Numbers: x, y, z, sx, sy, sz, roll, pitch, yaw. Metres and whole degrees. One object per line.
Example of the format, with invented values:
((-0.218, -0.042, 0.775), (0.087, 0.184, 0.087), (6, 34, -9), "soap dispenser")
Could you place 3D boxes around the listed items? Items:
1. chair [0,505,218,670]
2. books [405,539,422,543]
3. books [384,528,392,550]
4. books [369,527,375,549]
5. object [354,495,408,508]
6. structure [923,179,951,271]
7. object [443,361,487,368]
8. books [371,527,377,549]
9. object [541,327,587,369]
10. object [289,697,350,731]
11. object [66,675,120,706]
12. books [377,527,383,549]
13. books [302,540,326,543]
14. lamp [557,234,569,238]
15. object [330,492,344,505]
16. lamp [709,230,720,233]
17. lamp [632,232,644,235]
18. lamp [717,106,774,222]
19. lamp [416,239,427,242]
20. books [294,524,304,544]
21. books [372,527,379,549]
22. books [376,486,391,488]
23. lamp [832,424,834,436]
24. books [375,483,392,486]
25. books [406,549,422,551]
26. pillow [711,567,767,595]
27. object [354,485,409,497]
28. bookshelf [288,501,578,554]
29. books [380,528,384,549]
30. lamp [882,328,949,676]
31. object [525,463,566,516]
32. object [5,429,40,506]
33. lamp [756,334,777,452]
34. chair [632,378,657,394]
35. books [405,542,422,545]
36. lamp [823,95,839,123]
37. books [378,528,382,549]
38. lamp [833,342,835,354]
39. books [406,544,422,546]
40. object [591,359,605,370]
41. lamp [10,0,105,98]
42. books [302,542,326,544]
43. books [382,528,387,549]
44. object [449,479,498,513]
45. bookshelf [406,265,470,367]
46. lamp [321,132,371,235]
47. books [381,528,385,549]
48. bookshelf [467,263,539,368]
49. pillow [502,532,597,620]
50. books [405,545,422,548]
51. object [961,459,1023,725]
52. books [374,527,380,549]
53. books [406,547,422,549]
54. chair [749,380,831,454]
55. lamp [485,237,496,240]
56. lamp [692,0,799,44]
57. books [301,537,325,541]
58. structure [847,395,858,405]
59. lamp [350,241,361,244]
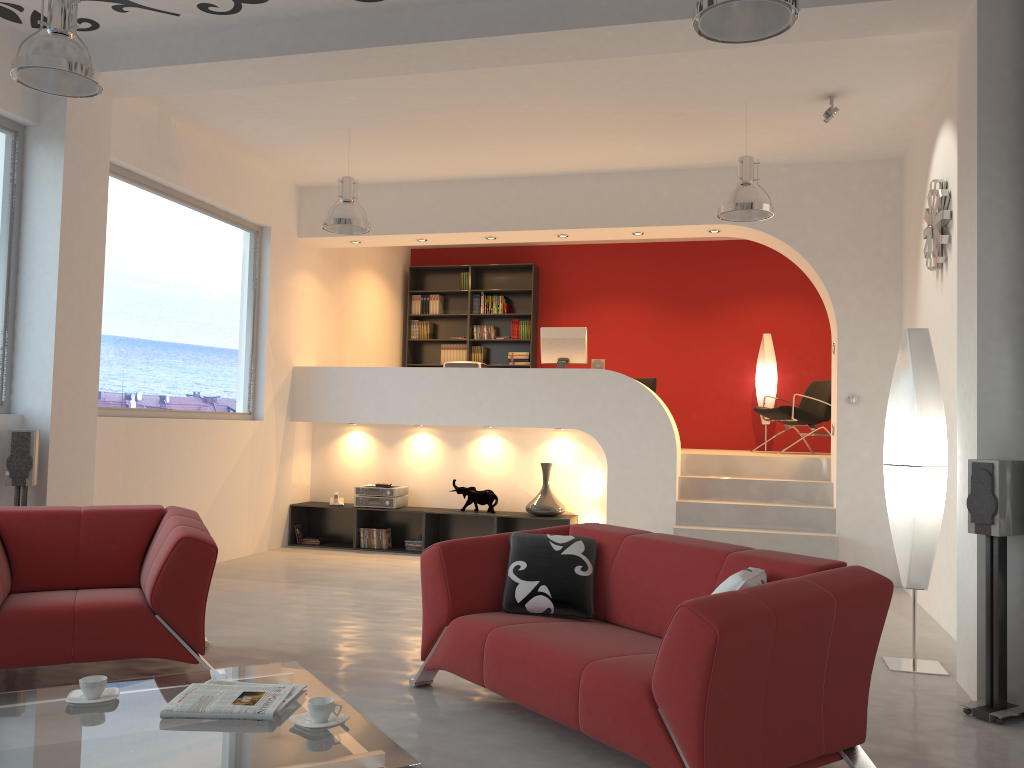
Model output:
((-2.047, 0.983, 4.169), (1.288, 0.738, 0.951), (3, -3, -25), "chair")
((-0.911, 1.495, 8.446), (0.190, 0.015, 0.135), (1, -3, 10), "books")
((-1.186, 1.476, 8.467), (0.031, 0.190, 0.135), (1, -3, 15), "books")
((-1.331, 1.474, 8.506), (0.031, 0.190, 0.135), (1, -3, 15), "books")
((-1.269, 1.131, 8.580), (0.430, 0.100, 0.365), (1, -3, 15), "object")
((2.775, -1.042, 5.822), (0.090, 0.596, 0.596), (1, -3, 15), "structure")
((-0.442, -0.106, 8.950), (0.397, 0.217, 0.458), (1, -3, 15), "object")
((-1.316, 1.475, 8.502), (0.031, 0.190, 0.135), (1, -3, 15), "books")
((0.507, -0.323, 8.629), (0.458, 0.452, 0.230), (1, -3, 15), "object")
((-0.579, 0.989, 2.673), (0.153, 0.069, 0.153), (-1, -4, 41), "object")
((-1.338, 0.978, 2.835), (0.153, 0.069, 0.153), (2, -3, -19), "object")
((-1.258, 1.475, 8.486), (0.031, 0.190, 0.135), (1, -3, 15), "books")
((-1.943, 1.542, 8.715), (0.190, 0.015, 0.135), (1, -3, 15), "books")
((0.475, -1.381, 8.277), (0.105, 0.011, 0.105), (1, -3, 4), "lamp")
((-1.700, 1.113, 8.613), (0.130, 0.117, 0.146), (2, -3, -10), "object")
((1.810, -1.363, 7.924), (0.105, 0.011, 0.105), (1, -3, 4), "lamp")
((1.152, -1.372, 8.098), (0.105, 0.011, 0.105), (1, -3, 4), "lamp")
((1.627, -1.564, 6.164), (0.379, 0.800, 0.379), (2, -3, -14), "lamp")
((-0.878, -1.398, 8.635), (0.105, 0.011, 0.105), (1, -3, 4), "lamp")
((-2.086, 1.470, 8.705), (0.063, 0.187, 0.135), (1, -3, 15), "books")
((-1.302, 1.475, 8.498), (0.031, 0.190, 0.135), (1, -3, 15), "books")
((-1.239, 0.986, 8.555), (0.135, 0.015, 0.190), (2, -3, -5), "books")
((2.745, 0.391, 7.580), (0.011, 0.105, 0.105), (1, -3, 15), "lamp")
((-1.240, 0.971, 8.566), (0.135, 0.015, 0.190), (1, -3, 0), "books")
((-0.902, 1.570, 8.439), (0.190, 0.015, 0.135), (1, -3, 10), "books")
((0.745, 0.828, 3.154), (0.288, 0.343, 0.402), (0, -3, 22), "pillow")
((-1.264, 1.033, 8.593), (0.430, 0.077, 0.349), (1, -3, 15), "object")
((-0.772, 1.395, 8.437), (2.764, 0.397, 0.405), (1, -3, 15), "bookshelf")
((-1.229, 1.476, 8.479), (0.031, 0.190, 0.135), (1, -3, 15), "books")
((2.138, 0.596, 4.702), (0.313, 1.779, 0.313), (0, -3, 23), "lamp")
((0.313, 0.971, 8.176), (0.369, 0.481, 0.369), (3, -3, -20), "object")
((-2.886, 0.824, 5.196), (0.214, 1.112, 0.229), (3, -3, -20), "object")
((2.922, 0.099, 10.189), (0.237, 1.349, 0.237), (0, -3, 23), "lamp")
((1.163, 0.309, 9.770), (0.664, 0.795, 0.768), (0, -3, 35), "chair")
((-0.904, 1.510, 8.436), (0.190, 0.015, 0.135), (1, -3, 15), "books")
((2.169, -1.865, 6.027), (0.118, 0.176, 0.112), (3, -3, -33), "lamp")
((-1.244, 1.476, 8.483), (0.031, 0.190, 0.135), (1, -3, 15), "books")
((2.763, -0.307, 7.614), (0.011, 0.105, 0.105), (1, -3, 15), "lamp")
((-0.899, 1.525, 8.441), (0.190, 0.015, 0.135), (1, -3, 15), "books")
((0.834, -0.164, 8.586), (0.133, 0.147, 0.151), (2, -3, -2), "object")
((-2.046, -1.764, 4.037), (0.379, 0.800, 0.379), (-1, -4, 44), "lamp")
((-1.948, 1.556, 8.716), (0.190, 0.015, 0.135), (1, -3, 15), "books")
((-1.200, 1.476, 8.471), (0.031, 0.190, 0.135), (1, -3, 15), "books")
((-0.355, 1.056, 8.372), (0.507, 0.296, 0.191), (0, -3, 30), "object")
((-0.908, -0.380, 11.270), (0.816, 2.213, 0.305), (1, -3, 15), "bookshelf")
((-1.282, -1.602, 6.933), (0.379, 0.800, 0.379), (2, -3, -14), "lamp")
((-1.215, 1.476, 8.475), (0.031, 0.190, 0.135), (1, -3, 15), "books")
((-0.119, -0.370, 11.061), (0.816, 2.213, 0.305), (1, -3, 15), "bookshelf")
((0.174, 0.853, 3.972), (0.402, 0.343, 0.288), (1, -3, 7), "pillow")
((-0.905, 1.540, 8.442), (0.190, 0.015, 0.135), (0, -3, 20), "books")
((2.119, 0.889, 3.880), (0.229, 1.112, 0.214), (3, -3, -30), "object")
((-1.287, 1.475, 8.494), (0.031, 0.190, 0.135), (1, -3, 15), "books")
((-0.896, 1.555, 8.438), (0.190, 0.015, 0.135), (1, -3, 15), "books")
((3.005, 0.336, 9.344), (0.768, 0.795, 0.664), (2, -3, -10), "chair")
((-0.201, -1.389, 8.456), (0.105, 0.011, 0.105), (1, -3, 4), "lamp")
((0.863, -1.726, 3.268), (0.379, 0.800, 0.379), (1, -3, 8), "lamp")
((-1.958, 1.526, 8.720), (0.190, 0.015, 0.135), (1, -3, 15), "books")
((2.807, 0.130, 7.310), (0.080, 0.080, 0.016), (1, -3, 15), "structure")
((-1.555, -1.407, 8.814), (0.105, 0.011, 0.105), (1, -3, 19), "lamp")
